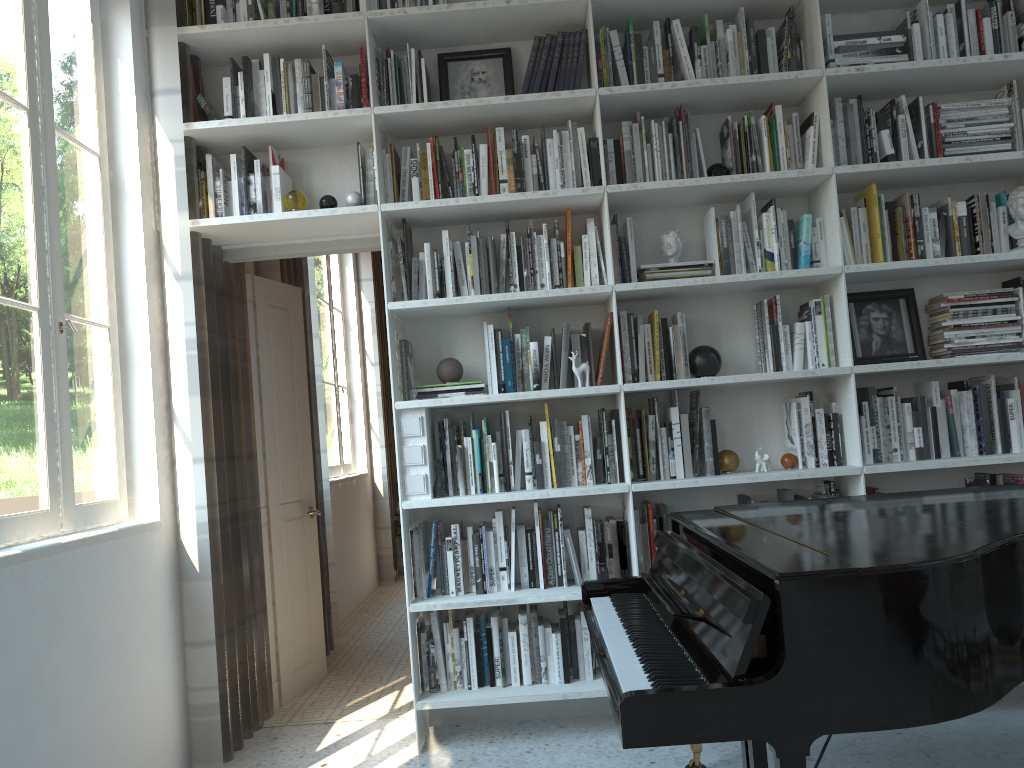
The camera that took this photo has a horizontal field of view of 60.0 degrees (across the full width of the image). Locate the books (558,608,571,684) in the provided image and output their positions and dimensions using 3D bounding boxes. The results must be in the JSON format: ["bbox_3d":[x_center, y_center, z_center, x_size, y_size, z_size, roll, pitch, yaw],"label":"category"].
[{"bbox_3d":[0.198,0.996,3.388,0.023,0.244,0.188,-4,-3,1],"label":"books"}]

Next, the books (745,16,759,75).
[{"bbox_3d":[0.938,-1.278,3.505,0.022,0.290,0.146,-4,-3,1],"label":"books"}]

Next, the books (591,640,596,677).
[{"bbox_3d":[0.315,0.979,3.424,0.040,0.264,0.137,-4,-3,1],"label":"books"}]

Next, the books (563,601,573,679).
[{"bbox_3d":[0.214,0.964,3.420,0.013,0.310,0.130,-4,-3,1],"label":"books"}]

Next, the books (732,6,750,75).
[{"bbox_3d":[0.896,-1.288,3.483,0.011,0.313,0.183,-4,-3,1],"label":"books"}]

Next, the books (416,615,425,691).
[{"bbox_3d":[-0.344,1.036,3.425,0.012,0.254,0.161,-4,-3,1],"label":"books"}]

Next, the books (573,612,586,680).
[{"bbox_3d":[0.259,1.002,3.404,0.022,0.224,0.141,-4,-3,1],"label":"books"}]

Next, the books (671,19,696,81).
[{"bbox_3d":[0.666,-1.256,3.486,0.075,0.285,0.178,-4,-3,1],"label":"books"}]

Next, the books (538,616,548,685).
[{"bbox_3d":[0.118,1.016,3.397,0.021,0.218,0.190,-4,-3,1],"label":"books"}]

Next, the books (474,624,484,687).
[{"bbox_3d":[-0.122,1.042,3.417,0.022,0.205,0.158,-4,-3,1],"label":"books"}]

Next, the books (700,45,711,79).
[{"bbox_3d":[0.748,-1.209,3.490,0.028,0.180,0.168,-4,-3,1],"label":"books"}]

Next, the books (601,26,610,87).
[{"bbox_3d":[0.370,-1.242,3.524,0.014,0.309,0.130,-4,-3,1],"label":"books"}]

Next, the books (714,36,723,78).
[{"bbox_3d":[0.802,-1.227,3.489,0.010,0.208,0.173,-4,-3,1],"label":"books"}]

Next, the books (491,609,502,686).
[{"bbox_3d":[-0.056,1.011,3.416,0.027,0.256,0.160,-4,-3,1],"label":"books"}]

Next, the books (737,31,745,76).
[{"bbox_3d":[0.888,-1.245,3.492,0.013,0.231,0.141,-4,-3,1],"label":"books"}]

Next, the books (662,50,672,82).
[{"bbox_3d":[0.603,-1.197,3.502,0.034,0.180,0.160,-4,-3,1],"label":"books"}]

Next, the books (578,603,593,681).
[{"bbox_3d":[0.282,0.985,3.401,0.027,0.256,0.179,-4,-3,1],"label":"books"}]

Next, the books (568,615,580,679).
[{"bbox_3d":[0.236,1.010,3.416,0.024,0.214,0.137,-4,-3,1],"label":"books"}]

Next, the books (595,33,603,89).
[{"bbox_3d":[0.340,-1.216,3.488,0.023,0.256,0.175,-4,-3,1],"label":"books"}]

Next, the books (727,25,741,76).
[{"bbox_3d":[0.866,-1.258,3.497,0.028,0.260,0.135,-4,-3,1],"label":"books"}]

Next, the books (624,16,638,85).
[{"bbox_3d":[0.469,-1.255,3.490,0.012,0.315,0.171,-4,-3,1],"label":"books"}]

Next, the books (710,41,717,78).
[{"bbox_3d":[0.785,-1.226,3.516,0.024,0.212,0.128,-4,-3,1],"label":"books"}]

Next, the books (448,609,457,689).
[{"bbox_3d":[-0.222,0.993,3.417,0.011,0.318,0.157,-4,-3,1],"label":"books"}]

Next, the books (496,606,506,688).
[{"bbox_3d":[-0.038,0.987,3.402,0.013,0.300,0.184,-4,-3,1],"label":"books"}]

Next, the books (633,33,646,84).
[{"bbox_3d":[0.493,-1.220,3.489,0.031,0.241,0.181,-4,-3,1],"label":"books"}]

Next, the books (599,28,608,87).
[{"bbox_3d":[0.357,-1.230,3.503,0.013,0.283,0.159,-4,-3,1],"label":"books"}]

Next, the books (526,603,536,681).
[{"bbox_3d":[0.073,0.978,3.418,0.014,0.304,0.139,-4,-3,1],"label":"books"}]

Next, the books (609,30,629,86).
[{"bbox_3d":[0.421,-1.230,3.506,0.067,0.274,0.168,-4,-3,1],"label":"books"}]

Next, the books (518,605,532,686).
[{"bbox_3d":[0.051,0.997,3.399,0.031,0.266,0.186,-4,-3,1],"label":"books"}]

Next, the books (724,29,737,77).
[{"bbox_3d":[0.843,-1.240,3.478,0.021,0.226,0.191,-4,-3,1],"label":"books"}]

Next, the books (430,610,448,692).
[{"bbox_3d":[-0.273,1.009,3.413,0.044,0.293,0.181,-4,-3,1],"label":"books"}]

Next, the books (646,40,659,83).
[{"bbox_3d":[0.547,-1.213,3.494,0.029,0.218,0.157,-4,-3,1],"label":"books"}]

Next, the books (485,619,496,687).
[{"bbox_3d":[-0.079,1.031,3.410,0.022,0.221,0.163,-4,-3,1],"label":"books"}]

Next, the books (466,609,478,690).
[{"bbox_3d":[-0.147,1.013,3.403,0.023,0.266,0.177,-4,-3,1],"label":"books"}]

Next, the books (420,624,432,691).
[{"bbox_3d":[-0.325,1.053,3.424,0.023,0.216,0.158,-4,-3,1],"label":"books"}]

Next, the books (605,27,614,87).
[{"bbox_3d":[0.382,-1.234,3.500,0.010,0.287,0.148,-4,-3,1],"label":"books"}]

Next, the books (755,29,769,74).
[{"bbox_3d":[0.966,-1.245,3.483,0.030,0.217,0.182,-4,-3,1],"label":"books"}]

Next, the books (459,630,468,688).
[{"bbox_3d":[-0.179,1.056,3.415,0.022,0.186,0.145,-4,-3,1],"label":"books"}]

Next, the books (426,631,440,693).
[{"bbox_3d":[-0.299,1.062,3.396,0.029,0.190,0.176,-4,-3,1],"label":"books"}]

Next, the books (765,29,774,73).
[{"bbox_3d":[0.992,-1.249,3.486,0.022,0.222,0.161,-4,-3,1],"label":"books"}]

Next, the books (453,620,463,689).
[{"bbox_3d":[-0.202,1.038,3.409,0.022,0.226,0.154,-4,-3,1],"label":"books"}]

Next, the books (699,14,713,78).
[{"bbox_3d":[0.763,-1.274,3.493,0.012,0.307,0.145,-4,-3,1],"label":"books"}]

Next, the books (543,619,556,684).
[{"bbox_3d":[0.143,1.020,3.395,0.028,0.206,0.171,-4,-3,1],"label":"books"}]

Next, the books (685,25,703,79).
[{"bbox_3d":[0.718,-1.249,3.500,0.027,0.265,0.168,-4,-3,1],"label":"books"}]

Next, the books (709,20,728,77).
[{"bbox_3d":[0.817,-1.267,3.504,0.026,0.286,0.137,-4,-3,1],"label":"books"}]

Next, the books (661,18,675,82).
[{"bbox_3d":[0.621,-1.266,3.513,0.013,0.315,0.135,-4,-3,1],"label":"books"}]

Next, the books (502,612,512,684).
[{"bbox_3d":[-0.018,1.014,3.421,0.022,0.246,0.135,-4,-3,1],"label":"books"}]

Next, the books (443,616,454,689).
[{"bbox_3d":[-0.237,1.031,3.418,0.024,0.246,0.143,-4,-3,1],"label":"books"}]

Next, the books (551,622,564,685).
[{"bbox_3d":[0.173,1.026,3.387,0.031,0.188,0.190,-4,-3,1],"label":"books"}]

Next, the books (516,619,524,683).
[{"bbox_3d":[0.032,1.028,3.424,0.014,0.211,0.146,-4,-3,1],"label":"books"}]

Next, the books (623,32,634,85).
[{"bbox_3d":[0.460,-1.226,3.497,0.011,0.260,0.157,-4,-3,1],"label":"books"}]

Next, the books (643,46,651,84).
[{"bbox_3d":[0.522,-1.201,3.501,0.024,0.201,0.153,-4,-3,1],"label":"books"}]

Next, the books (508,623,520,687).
[{"bbox_3d":[0.010,1.033,3.395,0.030,0.201,0.168,-4,-3,1],"label":"books"}]

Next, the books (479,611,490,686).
[{"bbox_3d":[-0.102,1.017,3.421,0.022,0.252,0.139,-4,-3,1],"label":"books"}]

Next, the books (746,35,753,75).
[{"bbox_3d":[0.918,-1.238,3.502,0.024,0.213,0.150,-4,-3,1],"label":"books"}]

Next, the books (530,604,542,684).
[{"bbox_3d":[0.093,0.994,3.399,0.025,0.266,0.159,-4,-3,1],"label":"books"}]

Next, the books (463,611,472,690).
[{"bbox_3d":[-0.165,1.016,3.397,0.013,0.261,0.174,-4,-3,1],"label":"books"}]

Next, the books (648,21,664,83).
[{"bbox_3d":[0.570,-1.252,3.495,0.023,0.293,0.156,-4,-3,1],"label":"books"}]
